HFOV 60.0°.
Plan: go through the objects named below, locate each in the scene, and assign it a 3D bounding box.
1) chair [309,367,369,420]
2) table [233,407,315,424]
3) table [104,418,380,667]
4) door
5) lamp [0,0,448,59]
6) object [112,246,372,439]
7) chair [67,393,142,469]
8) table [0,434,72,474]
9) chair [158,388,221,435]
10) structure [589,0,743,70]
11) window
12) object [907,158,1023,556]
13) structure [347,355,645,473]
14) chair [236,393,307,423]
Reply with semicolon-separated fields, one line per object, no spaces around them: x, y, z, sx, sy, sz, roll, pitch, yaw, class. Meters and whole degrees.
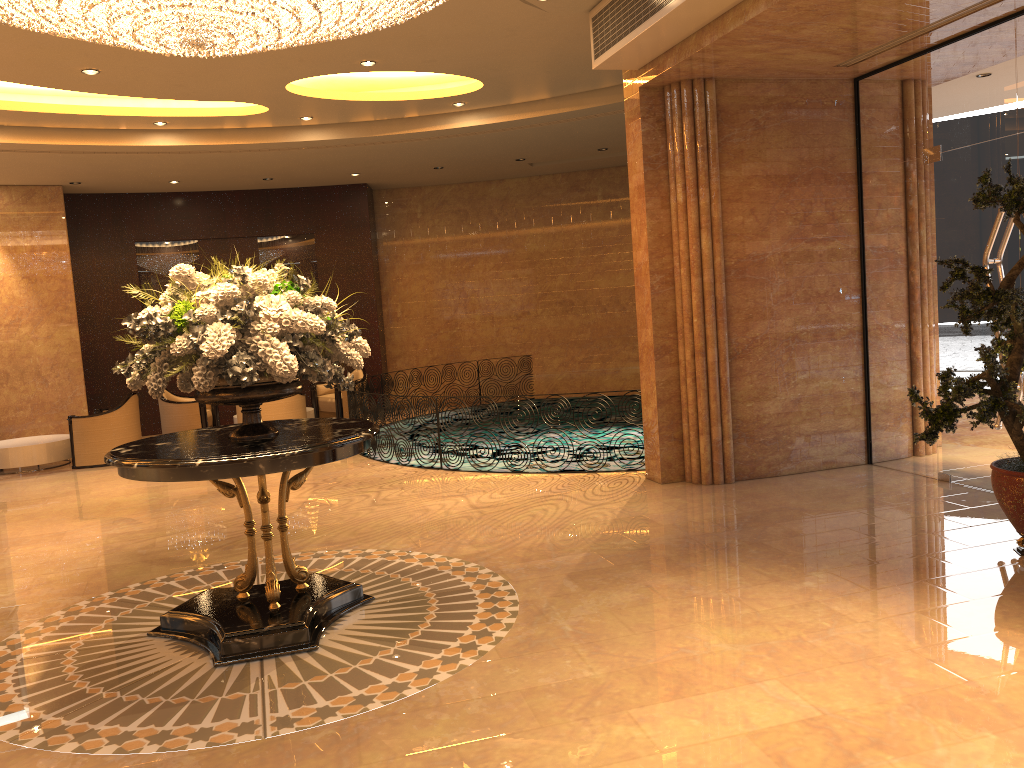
-2.717;0.203;14.277;0.769;0.916;0.951;-8;7;-41;chair
-3.632;0.611;13.594;1.196;0.354;1.196;-3;5;11;table
-1.464;0.835;5.078;1.493;1.089;1.493;-6;5;-23;table
3.765;-0.506;6.544;0.195;2.758;1.880;-6;5;-16;door
-1.750;-2.428;4.772;3.206;1.196;3.204;-2;5;21;lamp
-1.511;-0.201;4.963;1.277;0.999;1.318;-3;5;15;object
-5.440;0.598;12.001;0.769;0.916;0.951;-4;5;-1;chair
-6.595;0.955;12.085;1.196;0.354;1.196;-3;5;10;table
-4.780;0.456;13.075;0.769;0.916;0.951;-5;5;-6;chair
1.460;-2.836;5.717;0.425;0.483;4.113;-6;5;-16;structure
3.738;-0.881;6.512;0.047;3.571;3.515;-6;5;-16;window
3.051;-0.151;5.372;1.250;2.363;0.843;-8;6;-35;object
-0.367;0.329;12.620;3.815;0.995;7.624;-4;5;2;structure
-3.306;0.421;12.280;0.951;0.916;0.769;-6;5;-21;chair
